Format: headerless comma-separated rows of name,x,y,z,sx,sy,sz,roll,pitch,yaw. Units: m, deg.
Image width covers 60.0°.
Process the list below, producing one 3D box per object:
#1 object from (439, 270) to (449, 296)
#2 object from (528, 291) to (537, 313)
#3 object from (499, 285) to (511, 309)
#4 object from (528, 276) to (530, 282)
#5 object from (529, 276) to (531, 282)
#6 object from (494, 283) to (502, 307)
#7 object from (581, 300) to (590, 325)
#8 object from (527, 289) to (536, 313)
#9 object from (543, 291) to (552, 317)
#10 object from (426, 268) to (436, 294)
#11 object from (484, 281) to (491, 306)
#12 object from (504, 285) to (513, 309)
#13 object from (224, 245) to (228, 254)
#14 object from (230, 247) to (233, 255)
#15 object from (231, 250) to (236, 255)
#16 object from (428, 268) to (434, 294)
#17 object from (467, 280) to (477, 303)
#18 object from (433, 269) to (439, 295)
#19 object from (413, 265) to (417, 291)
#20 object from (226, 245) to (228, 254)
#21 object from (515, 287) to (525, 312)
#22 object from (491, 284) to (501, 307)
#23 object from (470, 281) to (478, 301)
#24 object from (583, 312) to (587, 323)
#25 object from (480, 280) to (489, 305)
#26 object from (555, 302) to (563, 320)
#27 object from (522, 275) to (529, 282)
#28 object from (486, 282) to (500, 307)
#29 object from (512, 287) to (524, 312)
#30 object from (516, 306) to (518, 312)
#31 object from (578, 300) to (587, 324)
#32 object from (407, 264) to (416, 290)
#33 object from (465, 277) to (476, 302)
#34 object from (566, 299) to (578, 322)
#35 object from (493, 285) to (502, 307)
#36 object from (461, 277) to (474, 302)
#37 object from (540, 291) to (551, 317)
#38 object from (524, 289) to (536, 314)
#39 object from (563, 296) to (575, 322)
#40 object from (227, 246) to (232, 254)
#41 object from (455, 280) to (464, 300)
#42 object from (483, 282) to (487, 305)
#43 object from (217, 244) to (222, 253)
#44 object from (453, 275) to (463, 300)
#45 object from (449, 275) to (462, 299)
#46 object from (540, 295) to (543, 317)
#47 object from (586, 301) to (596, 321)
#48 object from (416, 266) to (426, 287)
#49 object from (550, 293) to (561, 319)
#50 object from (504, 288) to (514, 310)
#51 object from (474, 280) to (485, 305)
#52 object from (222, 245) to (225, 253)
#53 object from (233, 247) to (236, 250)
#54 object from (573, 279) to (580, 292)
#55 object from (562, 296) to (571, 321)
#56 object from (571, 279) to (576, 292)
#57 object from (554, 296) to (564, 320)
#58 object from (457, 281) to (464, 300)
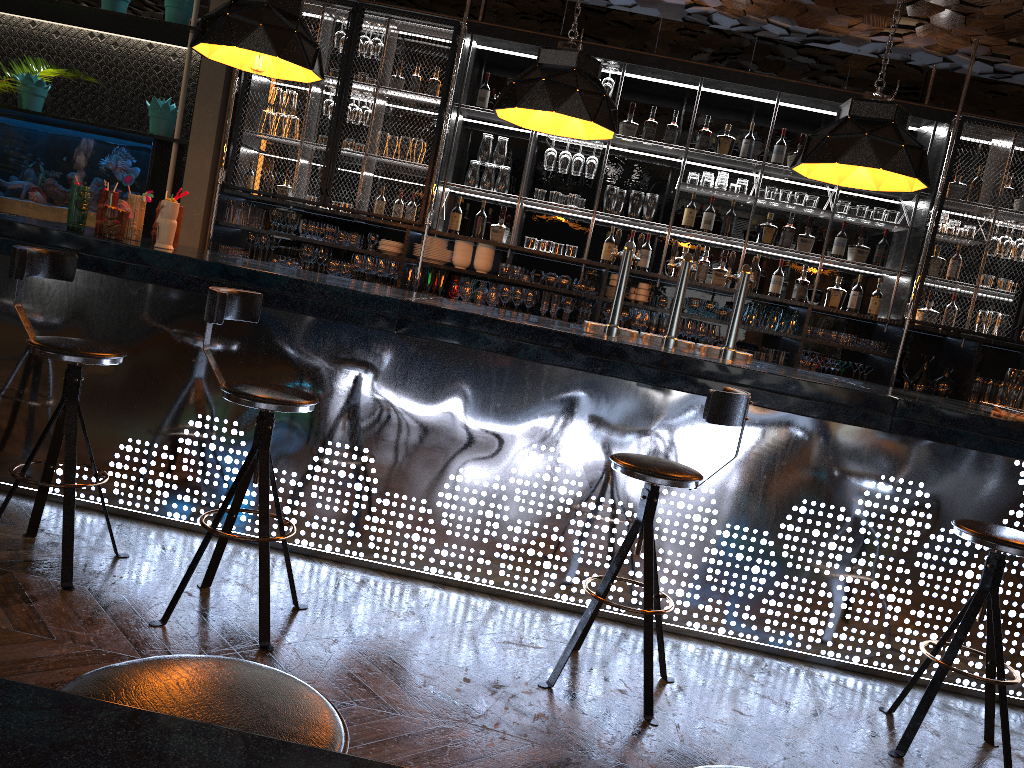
object,-0.530,-0.731,6.628,0.073,0.229,0.073,10,7,-9
object,0.138,-0.617,6.843,0.084,0.216,0.084,14,7,25
object,-0.059,-0.626,6.581,0.084,0.216,0.084,10,7,-9
object,0.112,-0.795,6.689,0.049,0.048,0.044,10,7,-10
object,0.120,-0.812,6.851,0.049,0.048,0.044,10,7,-10
object,-0.126,-0.669,6.854,0.082,0.213,0.082,10,7,-7
object,0.545,-0.522,6.717,0.071,0.217,0.071,12,7,10
object,0.128,-0.604,6.710,0.084,0.216,0.084,5,9,-45
object,0.252,-0.592,6.776,0.071,0.226,0.071,8,7,-26
object,-0.626,-0.751,6.636,0.073,0.229,0.073,10,7,-9
object,-0.221,-0.688,6.859,0.082,0.213,0.082,11,7,2
object,-0.046,-0.639,6.714,0.084,0.216,0.084,13,7,14
object,-2.168,-0.996,6.703,0.033,0.101,0.033,9,7,-17
object,-2.131,-0.990,6.713,0.031,0.098,0.031,8,7,-24
object,-2.088,-0.963,6.634,0.034,0.080,0.034,13,7,16
object,-0.627,-0.767,6.769,0.073,0.229,0.073,10,7,-9
object,-0.320,-0.698,6.774,0.082,0.213,0.082,14,7,23
object,-0.577,-0.749,6.702,0.073,0.229,0.073,10,7,-9
object,-0.740,-0.789,6.766,0.073,0.229,0.073,10,7,-9
object,-2.166,-1.000,6.741,0.033,0.101,0.033,10,7,-7
object,0.043,-0.620,6.707,0.084,0.216,0.084,11,7,-5
object,-0.139,-0.651,6.678,0.082,0.213,0.082,9,7,-17
object,-0.320,-0.708,6.860,0.082,0.213,0.082,15,8,32
object,0.561,-0.528,6.796,0.071,0.217,0.071,12,7,10
object,-0.235,-0.670,6.680,0.082,0.213,0.082,9,7,-18
object,0.346,-0.575,6.827,0.092,0.218,0.092,6,8,-37
object,0.099,-0.785,6.584,0.044,0.048,0.049,5,9,-45
object,-0.151,-0.643,6.587,0.082,0.213,0.082,15,8,32
object,0.033,-0.607,6.576,0.084,0.216,0.084,13,7,17
object,0.049,-0.634,6.839,0.084,0.216,0.084,11,7,1
object,0.511,-0.519,6.636,0.071,0.217,0.071,12,7,10
object,-0.770,-0.778,6.622,0.073,0.229,0.073,10,7,-9
object,-0.333,-0.690,6.683,0.082,0.213,0.082,9,7,-22
object,0.428,-0.543,6.692,0.092,0.218,0.092,6,8,-37
object,-0.133,-0.660,6.766,0.082,0.213,0.082,10,7,-10
object,-0.344,-0.682,6.598,0.082,0.213,0.082,15,8,31
object,0.239,-0.574,6.600,0.071,0.226,0.071,8,7,-26
object,0.122,-0.589,6.573,0.084,0.216,0.084,5,9,-45
object,0.406,-0.535,6.585,0.092,0.218,0.092,6,8,-37
object,-2.132,-0.986,6.675,0.031,0.098,0.031,17,9,41
object,-0.415,-0.717,6.777,0.082,0.213,0.082,6,8,-38
object,-0.229,-0.680,6.770,0.082,0.213,0.082,16,8,34
object,-2.210,-1.003,6.688,0.028,0.097,0.028,10,7,-8
object,-0.423,-0.709,6.690,0.082,0.213,0.082,11,7,-6
object,-0.431,-0.700,6.601,0.082,0.213,0.082,15,8,31
object,0.247,-0.602,6.854,0.071,0.226,0.071,8,7,-26
object,0.570,-0.503,6.595,0.071,0.217,0.071,12,7,10
object,-0.706,-0.773,6.690,0.073,0.229,0.073,10,7,-9
object,0.308,-0.555,6.558,0.071,0.226,0.071,8,7,-26
object,-0.041,-0.653,6.849,0.084,0.216,0.084,17,9,40
object,-0.242,-0.662,6.593,0.082,0.213,0.082,16,8,35
object,-2.172,-0.992,6.659,0.033,0.101,0.033,14,7,26
object,-2.124,-0.993,6.753,0.031,0.098,0.031,6,8,-36
object,0.506,-0.737,6.643,0.095,0.096,0.095,12,7,3
object,0.408,-0.562,6.826,0.092,0.218,0.092,6,8,-37
object,0.506,-0.756,6.808,0.095,0.096,0.095,13,7,19
object,0.334,-0.565,6.721,0.092,0.218,0.092,6,8,-37
object,-0.414,-0.727,6.865,0.082,0.213,0.082,9,7,-21
